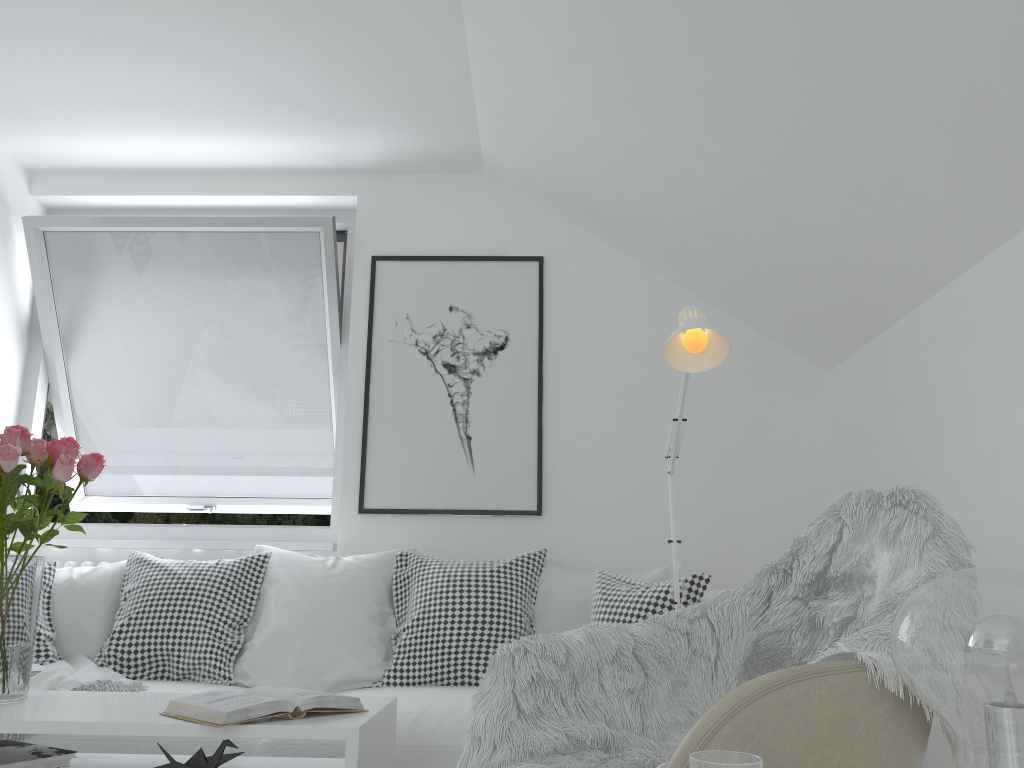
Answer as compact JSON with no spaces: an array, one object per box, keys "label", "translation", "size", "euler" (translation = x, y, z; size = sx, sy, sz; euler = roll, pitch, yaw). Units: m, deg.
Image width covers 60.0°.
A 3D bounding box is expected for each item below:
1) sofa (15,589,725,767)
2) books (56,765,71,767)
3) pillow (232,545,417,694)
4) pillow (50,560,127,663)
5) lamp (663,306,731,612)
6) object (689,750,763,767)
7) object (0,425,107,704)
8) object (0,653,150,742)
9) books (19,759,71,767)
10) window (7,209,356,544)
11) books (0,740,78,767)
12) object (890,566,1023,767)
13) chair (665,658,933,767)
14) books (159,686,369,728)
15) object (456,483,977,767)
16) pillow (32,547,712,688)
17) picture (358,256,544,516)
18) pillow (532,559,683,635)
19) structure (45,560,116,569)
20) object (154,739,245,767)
[{"label":"sofa","translation":[-0.663,1.011,2.745],"size":[2.647,0.768,0.917],"euler":[0,-13,2]},{"label":"books","translation":[-1.084,0.800,1.837],"size":[0.259,0.014,0.191],"euler":[-6,-14,28]},{"label":"pillow","translation":[-0.648,0.792,2.978],"size":[0.599,0.505,0.391],"euler":[0,-13,2]},{"label":"pillow","translation":[-1.595,0.802,3.030],"size":[0.617,0.491,0.321],"euler":[6,-14,-24]},{"label":"lamp","translation":[0.376,0.536,1.946],"size":[0.196,1.373,0.527],"euler":[-1,-13,6]},{"label":"object","translation":[0.200,0.393,0.825],"size":[0.067,0.087,0.067],"euler":[1,-13,-1]},{"label":"object","translation":[-1.124,0.384,1.946],"size":[0.350,0.599,0.327],"euler":[-4,-14,21]},{"label":"object","translation":[-1.363,0.969,2.662],"size":[0.670,0.291,0.831],"euler":[1,-13,1]},{"label":"books","translation":[-1.087,0.787,1.843],"size":[0.254,0.014,0.191],"euler":[-6,-14,26]},{"label":"window","translation":[-3.744,0.478,5.768],"size":[12.055,8.137,4.514],"euler":[0,-13,2]},{"label":"books","translation":[-1.081,0.776,1.851],"size":[0.257,0.012,0.207],"euler":[-6,-15,29]},{"label":"object","translation":[0.429,0.298,0.759],"size":[0.185,0.279,0.185],"euler":[2,-13,-4]},{"label":"chair","translation":[0.379,0.656,1.494],"size":[0.776,0.941,0.719],"euler":[6,-14,-23]},{"label":"books","translation":[-0.498,0.647,1.801],"size":[0.231,0.040,0.342],"euler":[-11,-17,43]},{"label":"object","translation":[0.373,0.552,1.518],"size":[0.954,0.789,0.784],"euler":[5,-13,-17]},{"label":"pillow","translation":[-0.658,0.764,2.841],"size":[2.488,0.513,0.676],"euler":[0,-13,4]},{"label":"picture","translation":[-0.236,-0.010,3.591],"size":[0.720,1.072,0.015],"euler":[0,-13,2]},{"label":"pillow","translation":[0.283,0.809,2.931],"size":[0.623,0.498,0.333],"euler":[-8,-15,34]},{"label":"structure","translation":[-1.199,1.011,3.344],"size":[1.655,0.660,0.206],"euler":[0,-13,2]},{"label":"object","translation":[-0.650,0.766,1.822],"size":[0.194,0.088,0.186],"euler":[3,-13,-9]}]
